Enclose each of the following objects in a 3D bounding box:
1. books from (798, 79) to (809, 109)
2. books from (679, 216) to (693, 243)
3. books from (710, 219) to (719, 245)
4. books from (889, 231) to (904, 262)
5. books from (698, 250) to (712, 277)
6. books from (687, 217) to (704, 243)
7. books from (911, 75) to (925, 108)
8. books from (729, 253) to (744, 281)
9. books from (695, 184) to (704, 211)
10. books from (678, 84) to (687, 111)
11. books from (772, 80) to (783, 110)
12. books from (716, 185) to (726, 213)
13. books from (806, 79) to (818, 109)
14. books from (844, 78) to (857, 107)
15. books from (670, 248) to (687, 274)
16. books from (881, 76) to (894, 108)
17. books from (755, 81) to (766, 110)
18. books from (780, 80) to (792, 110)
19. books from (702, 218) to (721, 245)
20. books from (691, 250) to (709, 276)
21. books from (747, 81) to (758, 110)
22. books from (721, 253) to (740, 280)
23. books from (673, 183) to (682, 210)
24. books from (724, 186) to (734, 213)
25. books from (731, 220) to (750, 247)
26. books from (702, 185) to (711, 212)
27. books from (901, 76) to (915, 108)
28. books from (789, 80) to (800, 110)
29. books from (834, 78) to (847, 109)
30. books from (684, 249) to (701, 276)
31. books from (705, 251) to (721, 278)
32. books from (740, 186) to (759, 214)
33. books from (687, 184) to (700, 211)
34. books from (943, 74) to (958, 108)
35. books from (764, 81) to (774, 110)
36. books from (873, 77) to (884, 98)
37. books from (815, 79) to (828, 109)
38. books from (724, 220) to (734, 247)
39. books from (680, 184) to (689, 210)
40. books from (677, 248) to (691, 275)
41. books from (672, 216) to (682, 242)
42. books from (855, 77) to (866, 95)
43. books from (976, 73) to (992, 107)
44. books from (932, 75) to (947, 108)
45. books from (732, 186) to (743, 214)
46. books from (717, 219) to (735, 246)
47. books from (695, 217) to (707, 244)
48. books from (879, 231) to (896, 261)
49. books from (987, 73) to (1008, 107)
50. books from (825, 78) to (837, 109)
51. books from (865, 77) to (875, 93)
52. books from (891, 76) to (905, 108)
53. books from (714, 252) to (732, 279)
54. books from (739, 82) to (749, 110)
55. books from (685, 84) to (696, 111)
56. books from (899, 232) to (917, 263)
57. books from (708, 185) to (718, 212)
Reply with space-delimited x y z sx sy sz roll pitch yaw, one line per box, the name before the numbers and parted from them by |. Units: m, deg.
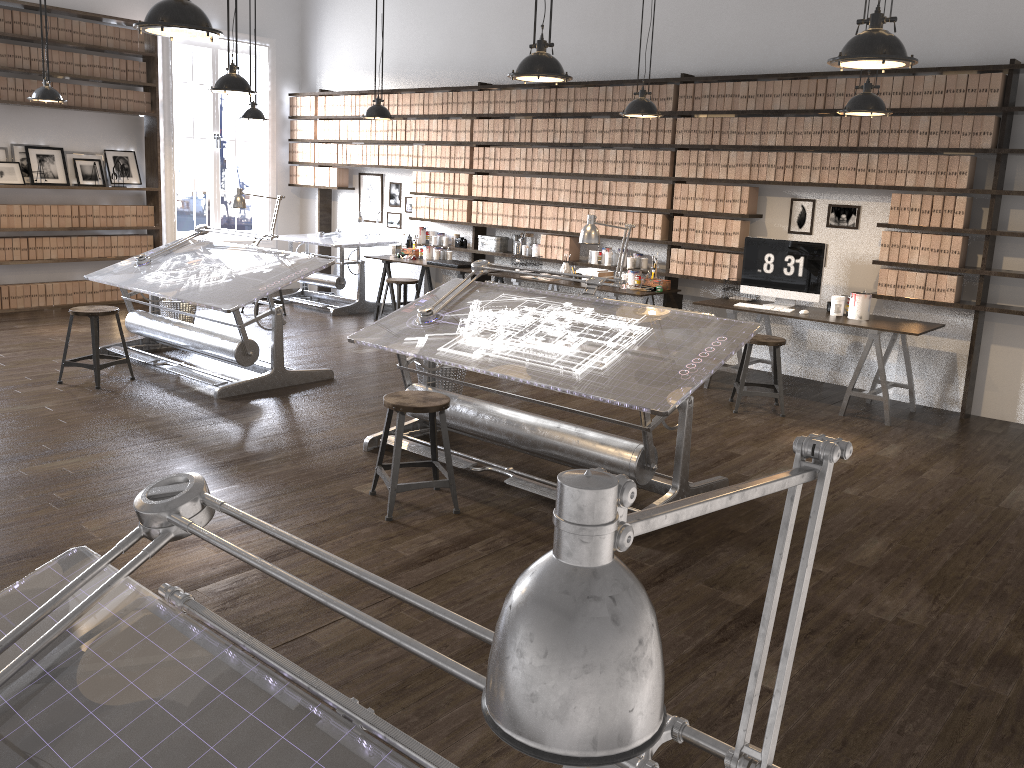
books | 2.282 -2.227 6.844 0.067 0.223 0.175 11 14 39
books | 1.521 -1.328 7.625 0.067 0.224 0.175 11 14 39
books | 1.743 -1.276 7.447 0.067 0.223 0.175 11 14 39
books | 2.849 -1.009 6.528 0.067 0.223 0.175 11 14 39
books | 1.665 -1.022 7.552 0.067 0.223 0.175 11 14 39
books | 1.582 -1.315 7.582 0.067 0.223 0.175 11 14 39
books | 2.921 -2.074 6.317 0.067 0.223 0.175 11 14 39
books | 1.886 -0.968 7.368 0.067 0.223 0.175 11 14 39
books | 1.627 -1.573 7.501 0.067 0.223 0.175 11 14 39
books | 1.485 -2.419 7.508 0.067 0.223 0.175 11 14 39
books | 2.123 -2.265 6.974 0.067 0.223 0.175 11 14 39
books | 1.779 -1.538 7.379 0.067 0.223 0.175 11 14 39
books | 2.334 -2.215 6.804 0.067 0.223 0.175 11 14 39
books | 2.555 -2.162 6.620 0.067 0.223 0.175 11 14 39
books | 1.454 -1.071 7.722 0.067 0.223 0.175 11 14 39
books | 2.757 -2.112 6.448 0.067 0.223 0.175 11 14 39
books | 2.018 -2.291 7.064 0.067 0.223 0.175 11 14 39
books | 2.176 -2.251 6.926 0.067 0.223 0.175 11 14 39
books | 1.689 -1.289 7.492 0.067 0.223 0.175 11 14 39
books | 1.613 -1.033 7.591 0.067 0.223 0.175 11 14 39
books | 1.962 -2.303 7.105 0.067 0.224 0.175 11 14 39
books | 1.829 -0.981 7.409 0.067 0.223 0.175 11 14 39
books | 1.468 -1.613 7.638 0.067 0.223 0.175 11 14 39
books | 1.833 -1.525 7.334 0.067 0.223 0.175 11 14 39
books | 1.891 -1.239 7.321 0.067 0.223 0.175 11 14 39
books | 1.676 -1.562 7.463 0.067 0.223 0.175 11 14 39
books | 2.867 -2.087 6.360 0.067 0.223 0.175 11 14 39
books | 2.231 -2.238 6.880 0.067 0.224 0.175 11 14 39
books | 2.498 -2.174 6.661 0.067 0.223 0.175 11 14 39
books | 1.562 -1.044 7.628 0.067 0.224 0.175 11 14 39
books | 1.717 -1.007 7.501 0.067 0.224 0.175 11 14 39
books | 1.941 -1.499 7.245 0.067 0.223 0.175 11 14 39
books | 1.571 -1.586 7.546 0.067 0.224 0.175 11 14 39
books | 3.079 -2.034 6.176 0.067 0.224 0.175 11 14 39
books | 2.073 -2.278 7.021 0.067 0.223 0.175 11 14 39
books | 2.710 -2.124 6.489 0.067 0.223 0.175 11 14 39
books | 2.386 -2.201 6.753 0.067 0.224 0.175 11 14 39
books | 1.845 -1.251 7.361 0.067 0.223 0.175 11 14 39
books | 1.520 -1.600 7.593 0.067 0.223 0.175 11 14 39
books | 1.507 -1.058 7.674 0.067 0.223 0.175 11 14 39
books | 1.468 -1.342 7.676 0.067 0.223 0.175 11 14 39
books | 2.609 -2.149 6.575 0.067 0.223 0.175 11 14 39
books | 3.242 -1.997 6.051 0.067 0.223 0.175 11 14 39
books | 3.024 -2.047 6.222 0.067 0.223 0.175 11 14 39
books | 1.884 -1.511 7.286 0.067 0.223 0.175 11 14 39
books | 1.791 -1.262 7.400 0.067 0.224 0.175 11 14 39
books | 1.633 -1.301 7.534 0.067 0.223 0.175 11 14 39
books | 2.793 -1.022 6.569 0.067 0.224 0.175 11 14 39
books | 3.293 -1.983 6.004 0.067 0.223 0.175 11 14 39
books | 2.447 -2.188 6.710 0.067 0.223 0.175 11 14 39
books | 2.656 -2.136 6.528 0.067 0.224 0.175 11 14 39
books | 2.811 -2.099 6.401 0.067 0.224 0.175 11 14 39
books | 1.778 -0.994 7.458 0.067 0.223 0.175 11 14 39
books | 1.909 -2.316 7.152 0.067 0.223 0.175 11 14 39
books | 1.538 -2.405 7.457 0.067 0.224 0.175 11 14 39
books | 2.904 -0.997 6.485 0.067 0.223 0.175 11 14 39
books | 1.724 -1.549 7.417 0.067 0.224 0.175 11 14 39
